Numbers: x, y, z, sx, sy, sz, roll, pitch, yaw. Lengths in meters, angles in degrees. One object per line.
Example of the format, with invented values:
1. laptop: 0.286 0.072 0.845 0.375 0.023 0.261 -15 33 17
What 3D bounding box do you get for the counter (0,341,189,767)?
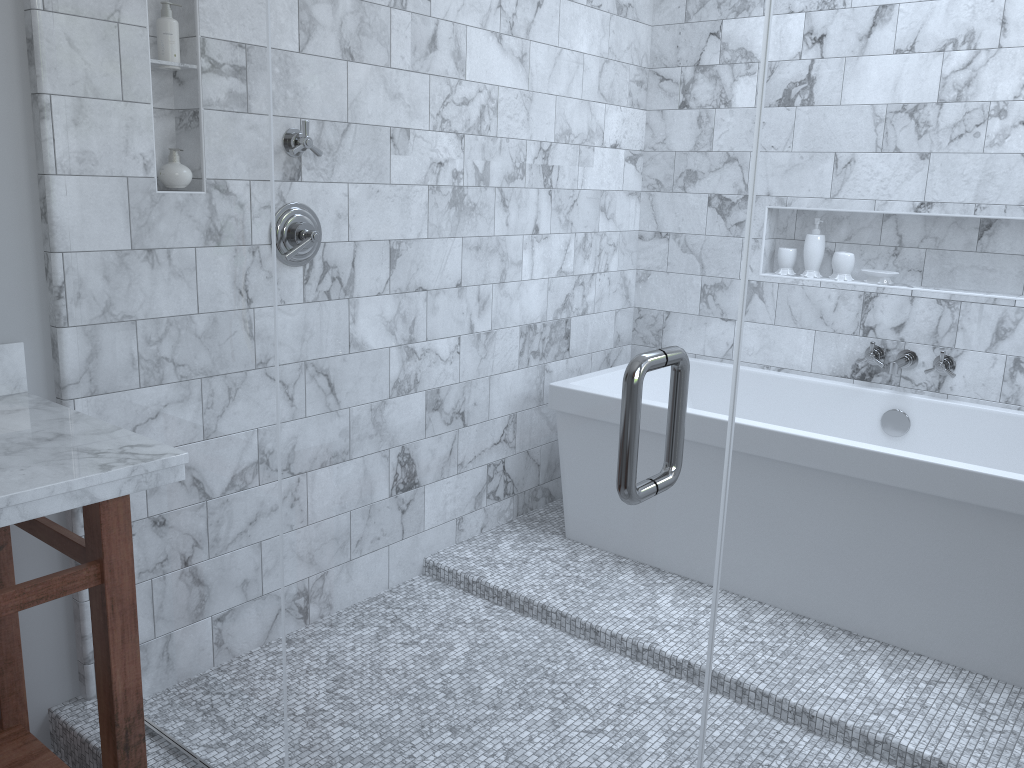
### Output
1. counter: -1.341 0.565 1.183 0.638 0.983 1.657 12 16 37
